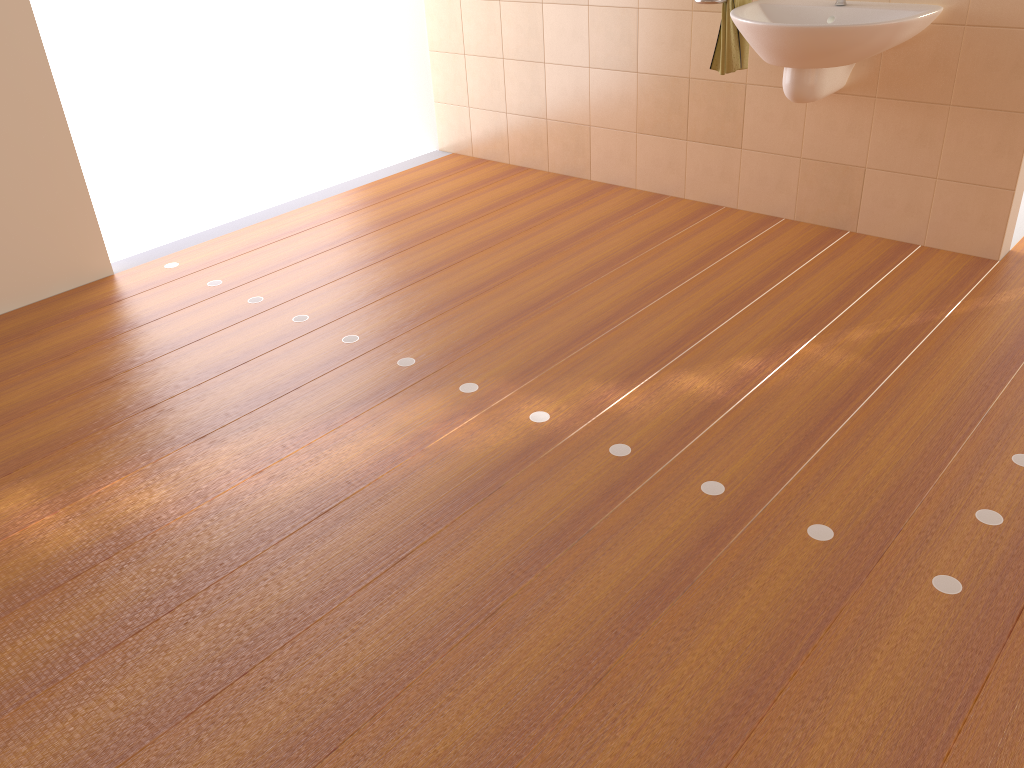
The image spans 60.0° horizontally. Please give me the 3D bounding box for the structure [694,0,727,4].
[{"bbox_3d":[0.811,-1.474,3.362,0.142,0.042,0.333,21,39,36],"label":"structure"}]

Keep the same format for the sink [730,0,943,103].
[{"bbox_3d":[1.068,-1.234,3.092,0.683,0.516,0.539,21,39,36],"label":"sink"}]

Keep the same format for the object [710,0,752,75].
[{"bbox_3d":[0.859,-1.345,3.390,0.181,0.306,0.085,-21,34,-26],"label":"object"}]

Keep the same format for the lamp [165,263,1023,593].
[{"bbox_3d":[0.680,-0.625,3.687,3.173,0.001,2.893,21,39,36],"label":"lamp"}]
